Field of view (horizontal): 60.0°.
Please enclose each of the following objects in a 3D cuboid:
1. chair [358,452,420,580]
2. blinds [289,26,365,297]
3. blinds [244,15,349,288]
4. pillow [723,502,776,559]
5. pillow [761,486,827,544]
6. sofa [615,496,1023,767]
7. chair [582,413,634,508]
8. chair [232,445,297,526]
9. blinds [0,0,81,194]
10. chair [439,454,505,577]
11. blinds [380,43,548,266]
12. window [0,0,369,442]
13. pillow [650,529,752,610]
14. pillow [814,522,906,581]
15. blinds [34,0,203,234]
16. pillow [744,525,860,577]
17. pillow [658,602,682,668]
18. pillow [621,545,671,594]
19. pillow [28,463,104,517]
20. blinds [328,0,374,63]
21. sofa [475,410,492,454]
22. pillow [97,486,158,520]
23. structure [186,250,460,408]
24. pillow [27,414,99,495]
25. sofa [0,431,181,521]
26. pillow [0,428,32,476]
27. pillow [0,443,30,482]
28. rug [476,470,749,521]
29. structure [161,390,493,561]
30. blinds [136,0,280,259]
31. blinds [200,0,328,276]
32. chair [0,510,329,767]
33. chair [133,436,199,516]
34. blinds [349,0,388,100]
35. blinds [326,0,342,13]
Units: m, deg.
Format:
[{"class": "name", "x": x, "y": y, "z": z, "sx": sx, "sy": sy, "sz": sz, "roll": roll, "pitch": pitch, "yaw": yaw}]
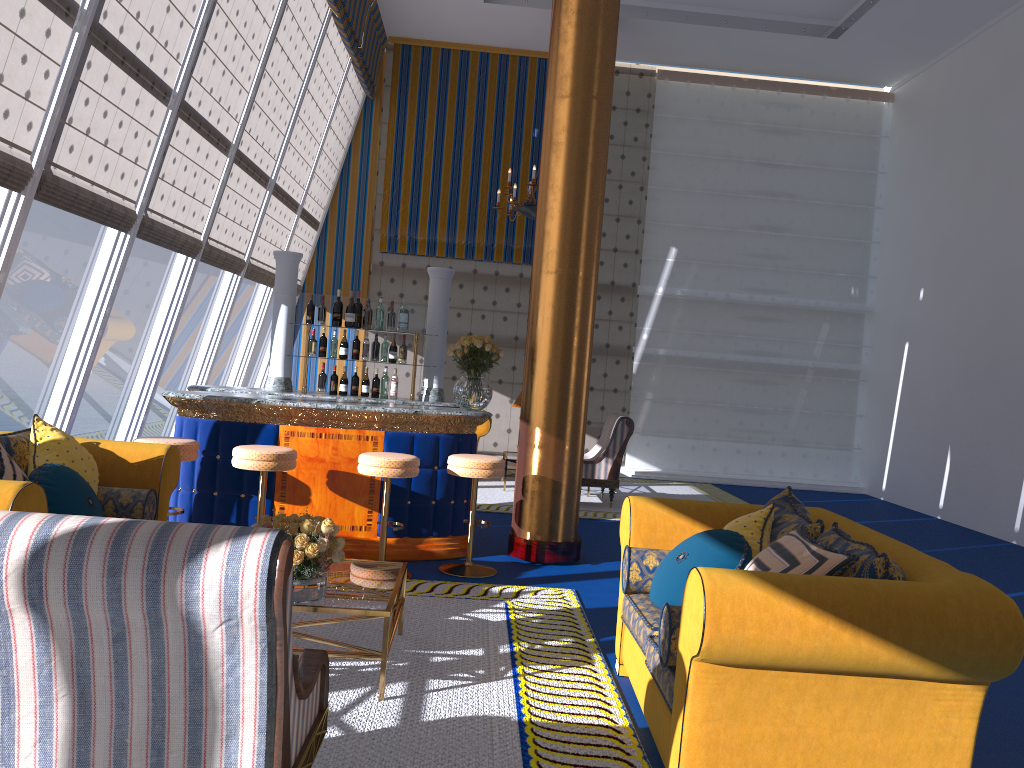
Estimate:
[{"class": "chair", "x": -0.817, "y": 0.841, "z": 5.712, "sx": 0.403, "sy": 0.782, "sz": 0.394, "roll": 3, "pitch": 2, "yaw": -44}, {"class": "blinds", "x": -2.423, "y": -2.855, "z": 11.722, "sx": 0.875, "sy": 3.395, "sz": 1.363, "roll": 4, "pitch": 1, "yaw": -3}, {"class": "blinds", "x": -2.365, "y": -2.823, "z": 10.241, "sx": 0.875, "sy": 3.395, "sz": 1.363, "roll": 4, "pitch": 1, "yaw": -3}, {"class": "pillow", "x": 0.990, "y": 0.741, "z": 3.766, "sx": 0.232, "sy": 0.491, "sz": 0.611, "roll": 4, "pitch": 1, "yaw": 3}, {"class": "pillow", "x": 1.140, "y": 0.797, "z": 3.823, "sx": 0.353, "sy": 0.673, "sz": 0.602, "roll": 5, "pitch": 1, "yaw": 5}, {"class": "sofa", "x": 1.014, "y": 0.997, "z": 3.548, "sx": 1.012, "sy": 0.854, "sz": 1.846, "roll": 4, "pitch": 1, "yaw": -1}, {"class": "chair", "x": 0.845, "y": 0.792, "z": 9.594, "sx": 0.785, "sy": 0.967, "sz": 0.793, "roll": 4, "pitch": 1, "yaw": -3}, {"class": "chair", "x": -1.575, "y": 0.785, "z": 5.570, "sx": 0.394, "sy": 0.782, "sz": 0.402, "roll": 5, "pitch": 2, "yaw": 35}, {"class": "blinds", "x": -2.131, "y": -2.694, "z": 4.211, "sx": 0.875, "sy": 3.395, "sz": 1.363, "roll": 4, "pitch": 1, "yaw": -3}, {"class": "chair", "x": -0.268, "y": 0.878, "z": 6.023, "sx": 0.402, "sy": 0.782, "sz": 0.394, "roll": 4, "pitch": 2, "yaw": -32}, {"class": "blinds", "x": -0.422, "y": -3.219, "z": 12.465, "sx": 2.664, "sy": 2.991, "sz": 0.152, "roll": 4, "pitch": 2, "yaw": -4}, {"class": "window", "x": -2.529, "y": -1.826, "z": 4.975, "sx": 1.621, "sy": 5.857, "sz": 15.443, "roll": 4, "pitch": 1, "yaw": -2}, {"class": "pillow", "x": 0.756, "y": 0.768, "z": 3.572, "sx": 0.395, "sy": 0.367, "sz": 0.455, "roll": 3, "pitch": 2, "yaw": -42}, {"class": "pillow", "x": 1.167, "y": 0.842, "z": 3.235, "sx": 0.339, "sy": 0.610, "sz": 0.614, "roll": 4, "pitch": 1, "yaw": 2}, {"class": "blinds", "x": -2.189, "y": -2.726, "z": 5.706, "sx": 0.875, "sy": 3.395, "sz": 1.363, "roll": 4, "pitch": 1, "yaw": -3}, {"class": "pillow", "x": 0.973, "y": 0.769, "z": 3.212, "sx": 0.328, "sy": 0.456, "sz": 0.521, "roll": 4, "pitch": 1, "yaw": -3}, {"class": "pillow", "x": 0.700, "y": 0.872, "z": 3.032, "sx": 0.372, "sy": 0.219, "sz": 0.215, "roll": 4, "pitch": 1, "yaw": 1}, {"class": "pillow", "x": 0.695, "y": 0.853, "z": 4.019, "sx": 0.377, "sy": 0.219, "sz": 0.215, "roll": 4, "pitch": 1, "yaw": 1}, {"class": "pillow", "x": -2.016, "y": 0.565, "z": 4.023, "sx": 0.318, "sy": 0.404, "sz": 0.475, "roll": 5, "pitch": 1, "yaw": 11}, {"class": "blinds", "x": -1.834, "y": -4.312, "z": 10.083, "sx": 0.339, "sy": 0.830, "sz": 1.522, "roll": 4, "pitch": 1, "yaw": -2}, {"class": "sofa", "x": -1.193, "y": 0.688, "z": 10.995, "sx": 1.849, "sy": 0.854, "sz": 1.010, "roll": 4, "pitch": 1, "yaw": -2}, {"class": "pillow", "x": -2.031, "y": 0.631, "z": 4.535, "sx": 0.373, "sy": 0.219, "sz": 0.214, "roll": 4, "pitch": 1, "yaw": -4}, {"class": "structure", "x": -1.481, "y": 0.054, "z": 7.374, "sx": 2.322, "sy": 2.196, "sz": 0.765, "roll": 4, "pitch": 2, "yaw": -12}, {"class": "pillow", "x": -2.190, "y": 0.449, "z": 4.332, "sx": 0.327, "sy": 0.583, "sz": 0.579, "roll": 5, "pitch": 1, "yaw": 17}, {"class": "sofa", "x": -2.325, "y": 0.715, "z": 4.031, "sx": 1.003, "sy": 0.854, "sz": 1.843, "roll": 4, "pitch": 1, "yaw": -3}, {"class": "pillow", "x": -2.442, "y": 0.488, "z": 4.316, "sx": 0.247, "sy": 0.546, "sz": 0.609, "roll": 4, "pitch": 1, "yaw": -5}, {"class": "pillow", "x": -2.171, "y": 0.464, "z": 3.791, "sx": 0.281, "sy": 0.619, "sz": 0.689, "roll": 4, "pitch": 1, "yaw": -5}, {"class": "rug", "x": -0.275, "y": 1.192, "z": 10.307, "sx": 6.266, "sy": 0.011, "sz": 3.587, "roll": 4, "pitch": 1, "yaw": -4}, {"class": "structure", "x": -1.309, "y": 0.654, "z": 6.330, "sx": 2.323, "sy": 1.065, "sz": 0.765, "roll": 4, "pitch": 1, "yaw": -14}, {"class": "blinds", "x": -2.249, "y": -2.758, "z": 7.233, "sx": 0.875, "sy": 3.395, "sz": 1.363, "roll": 4, "pitch": 1, "yaw": -3}, {"class": "blinds", "x": -2.306, "y": -2.790, "z": 8.701, "sx": 0.875, "sy": 3.395, "sz": 1.363, "roll": 4, "pitch": 1, "yaw": -3}, {"class": "chair", "x": -0.936, "y": 0.787, "z": 2.334, "sx": 0.795, "sy": 0.967, "sz": 0.783, "roll": 4, "pitch": 1, "yaw": -3}, {"class": "chair", "x": -2.217, "y": 0.734, "z": 5.628, "sx": 0.394, "sy": 0.782, "sz": 0.402, "roll": 5, "pitch": 2, "yaw": 35}, {"class": "blinds", "x": -1.894, "y": -4.345, "z": 11.622, "sx": 0.339, "sy": 0.830, "sz": 1.522, "roll": 4, "pitch": 1, "yaw": -2}, {"class": "blinds", "x": -1.774, "y": -4.279, "z": 8.547, "sx": 0.339, "sy": 0.830, "sz": 1.522, "roll": 4, "pitch": 1, "yaw": -2}]
